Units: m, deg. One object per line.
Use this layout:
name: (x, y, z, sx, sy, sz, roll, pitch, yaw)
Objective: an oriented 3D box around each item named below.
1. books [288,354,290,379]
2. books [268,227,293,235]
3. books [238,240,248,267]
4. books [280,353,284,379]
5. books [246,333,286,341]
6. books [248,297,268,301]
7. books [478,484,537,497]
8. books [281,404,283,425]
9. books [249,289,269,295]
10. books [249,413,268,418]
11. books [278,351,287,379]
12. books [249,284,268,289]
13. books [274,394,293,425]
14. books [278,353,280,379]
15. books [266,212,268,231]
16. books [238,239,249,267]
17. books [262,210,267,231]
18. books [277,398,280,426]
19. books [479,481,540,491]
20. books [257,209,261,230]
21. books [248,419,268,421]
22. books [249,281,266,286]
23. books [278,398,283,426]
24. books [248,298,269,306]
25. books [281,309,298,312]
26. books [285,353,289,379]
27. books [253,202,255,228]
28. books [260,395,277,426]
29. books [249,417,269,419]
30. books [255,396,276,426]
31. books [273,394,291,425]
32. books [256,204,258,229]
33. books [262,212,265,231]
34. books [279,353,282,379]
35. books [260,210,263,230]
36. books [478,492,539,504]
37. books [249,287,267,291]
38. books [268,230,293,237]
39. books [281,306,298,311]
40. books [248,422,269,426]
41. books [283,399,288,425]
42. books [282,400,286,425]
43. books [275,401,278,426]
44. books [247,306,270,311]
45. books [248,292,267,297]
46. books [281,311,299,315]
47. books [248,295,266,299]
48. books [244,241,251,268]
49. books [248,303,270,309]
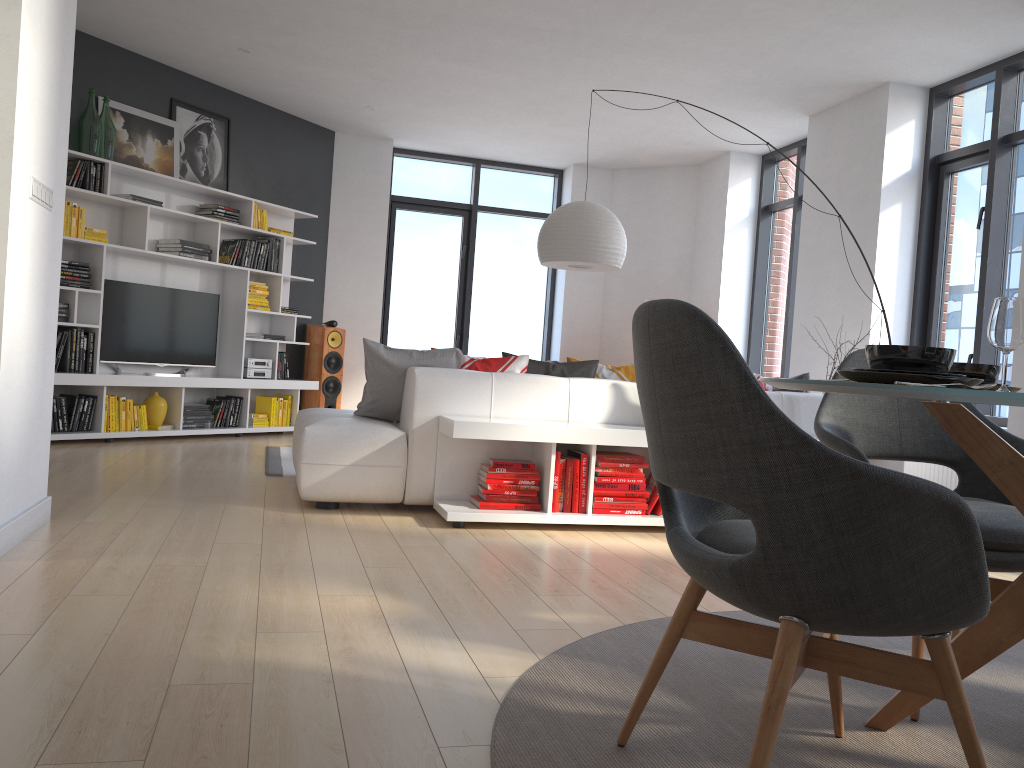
books: (-2.158, -0.166, 8.278, 0.179, 0.233, 0.077, 5, 1, 30)
books: (-2.165, -1.391, 8.077, 0.203, 0.024, 0.257, 5, 1, 33)
books: (-2.377, -1.127, 7.685, 0.172, 0.242, 0.069, 5, 1, 31)
books: (-2.173, -0.169, 8.180, 0.169, 0.242, 0.050, 5, 1, 29)
books: (-2.258, -0.429, 8.073, 0.250, 0.047, 0.310, 5, 1, 25)
books: (-2.344, -0.762, 7.924, 0.189, 0.014, 0.251, 5, 1, 33)
books: (-0.025, 0.519, 4.325, 0.266, 0.026, 0.187, 4, 1, -10)
books: (-2.168, 0.253, 8.126, 0.169, 0.239, 0.023, 5, 1, 30)
books: (-2.329, -0.825, 7.932, 0.176, 0.033, 0.239, 5, 1, 33)
books: (-2.298, 0.280, 7.913, 0.138, 0.026, 0.186, 5, 1, 30)
books: (-2.168, -0.175, 8.210, 0.193, 0.255, 0.066, 5, 1, 29)
books: (-2.323, -0.876, 7.931, 0.163, 0.023, 0.223, 5, 1, 34)
books: (-2.127, 0.239, 8.225, 0.213, 0.270, 0.025, 5, 1, 30)
books: (-2.209, -0.168, 8.147, 0.189, 0.240, 0.053, 5, 1, 30)
books: (-2.229, -1.445, 7.876, 0.142, 0.184, 0.044, 5, 1, 31)
books: (-2.388, -1.136, 7.718, 0.192, 0.254, 0.075, 5, 1, 29)
books: (-2.233, -1.445, 7.852, 0.141, 0.184, 0.064, 5, 1, 31)
books: (-2.196, 0.246, 8.077, 0.180, 0.251, 0.019, 5, 1, 30)
books: (-0.015, 0.494, 4.334, 0.257, 0.025, 0.182, 4, 1, -15)
books: (-2.268, -1.444, 7.800, 0.132, 0.180, 0.054, 5, 1, 30)
books: (-2.277, 0.317, 7.898, 0.113, 0.018, 0.169, 5, 1, 31)
books: (-2.346, -0.901, 7.934, 0.163, 0.023, 0.223, 5, 1, 34)
books: (-2.180, 0.247, 8.099, 0.185, 0.250, 0.035, 5, 1, 30)
books: (-2.333, -0.733, 7.920, 0.189, 0.042, 0.243, 5, 1, 30)
books: (-2.107, -0.680, 8.212, 0.142, 0.015, 0.198, 5, 1, 28)
books: (-2.147, -0.168, 8.233, 0.177, 0.242, 0.066, 5, 1, 30)
books: (-2.303, -1.469, 7.724, 0.161, 0.229, 0.041, 5, 1, 29)
books: (-2.217, 0.241, 8.044, 0.199, 0.263, 0.015, 5, 1, 30)
books: (-2.286, 0.301, 7.910, 0.134, 0.014, 0.187, 5, 1, 30)
books: (-2.231, 0.243, 8.016, 0.198, 0.255, 0.044, 5, 1, 30)
books: (-2.132, 0.239, 8.197, 0.204, 0.270, 0.029, 5, 1, 30)
books: (-2.300, -1.468, 7.783, 0.164, 0.224, 0.054, 5, 1, 29)
books: (-2.233, -1.432, 7.824, 0.108, 0.161, 0.046, 5, 1, 29)
books: (-2.191, -0.167, 8.165, 0.170, 0.236, 0.049, 5, 1, 30)
books: (-2.251, -1.442, 7.814, 0.128, 0.178, 0.044, 5, 1, 30)
books: (-0.021, 0.549, 4.336, 0.259, 0.034, 0.206, 4, 1, -12)
books: (-2.332, -0.853, 7.927, 0.227, 0.022, 0.160, 3, 2, -45)
books: (-2.158, -1.365, 8.076, 0.194, 0.028, 0.257, 5, 1, 35)
books: (-2.118, -0.700, 8.221, 0.161, 0.023, 0.213, 5, 1, 33)
books: (-2.291, 0.353, 7.910, 0.147, 0.033, 0.190, 5, 1, 30)
books: (-2.143, 0.257, 8.169, 0.172, 0.234, 0.024, 5, 1, 30)
books: (-2.153, 0.256, 8.145, 0.172, 0.234, 0.024, 5, 1, 30)
books: (-2.191, 0.260, 8.049, 0.156, 0.229, 0.024, 5, 1, 30)
books: (-2.325, -0.673, 7.916, 0.194, 0.028, 0.257, 5, 1, 35)
books: (-2.338, -0.799, 7.924, 0.171, 0.019, 0.239, 5, 1, 30)
books: (-2.106, -0.661, 8.212, 0.161, 0.023, 0.213, 5, 1, 33)
books: (-2.330, -0.778, 7.905, 0.145, 0.023, 0.217, 5, 1, 34)
books: (-2.370, -1.128, 7.738, 0.179, 0.243, 0.068, 5, 1, 29)
books: (-2.332, -0.699, 7.917, 0.203, 0.024, 0.257, 5, 1, 33)
